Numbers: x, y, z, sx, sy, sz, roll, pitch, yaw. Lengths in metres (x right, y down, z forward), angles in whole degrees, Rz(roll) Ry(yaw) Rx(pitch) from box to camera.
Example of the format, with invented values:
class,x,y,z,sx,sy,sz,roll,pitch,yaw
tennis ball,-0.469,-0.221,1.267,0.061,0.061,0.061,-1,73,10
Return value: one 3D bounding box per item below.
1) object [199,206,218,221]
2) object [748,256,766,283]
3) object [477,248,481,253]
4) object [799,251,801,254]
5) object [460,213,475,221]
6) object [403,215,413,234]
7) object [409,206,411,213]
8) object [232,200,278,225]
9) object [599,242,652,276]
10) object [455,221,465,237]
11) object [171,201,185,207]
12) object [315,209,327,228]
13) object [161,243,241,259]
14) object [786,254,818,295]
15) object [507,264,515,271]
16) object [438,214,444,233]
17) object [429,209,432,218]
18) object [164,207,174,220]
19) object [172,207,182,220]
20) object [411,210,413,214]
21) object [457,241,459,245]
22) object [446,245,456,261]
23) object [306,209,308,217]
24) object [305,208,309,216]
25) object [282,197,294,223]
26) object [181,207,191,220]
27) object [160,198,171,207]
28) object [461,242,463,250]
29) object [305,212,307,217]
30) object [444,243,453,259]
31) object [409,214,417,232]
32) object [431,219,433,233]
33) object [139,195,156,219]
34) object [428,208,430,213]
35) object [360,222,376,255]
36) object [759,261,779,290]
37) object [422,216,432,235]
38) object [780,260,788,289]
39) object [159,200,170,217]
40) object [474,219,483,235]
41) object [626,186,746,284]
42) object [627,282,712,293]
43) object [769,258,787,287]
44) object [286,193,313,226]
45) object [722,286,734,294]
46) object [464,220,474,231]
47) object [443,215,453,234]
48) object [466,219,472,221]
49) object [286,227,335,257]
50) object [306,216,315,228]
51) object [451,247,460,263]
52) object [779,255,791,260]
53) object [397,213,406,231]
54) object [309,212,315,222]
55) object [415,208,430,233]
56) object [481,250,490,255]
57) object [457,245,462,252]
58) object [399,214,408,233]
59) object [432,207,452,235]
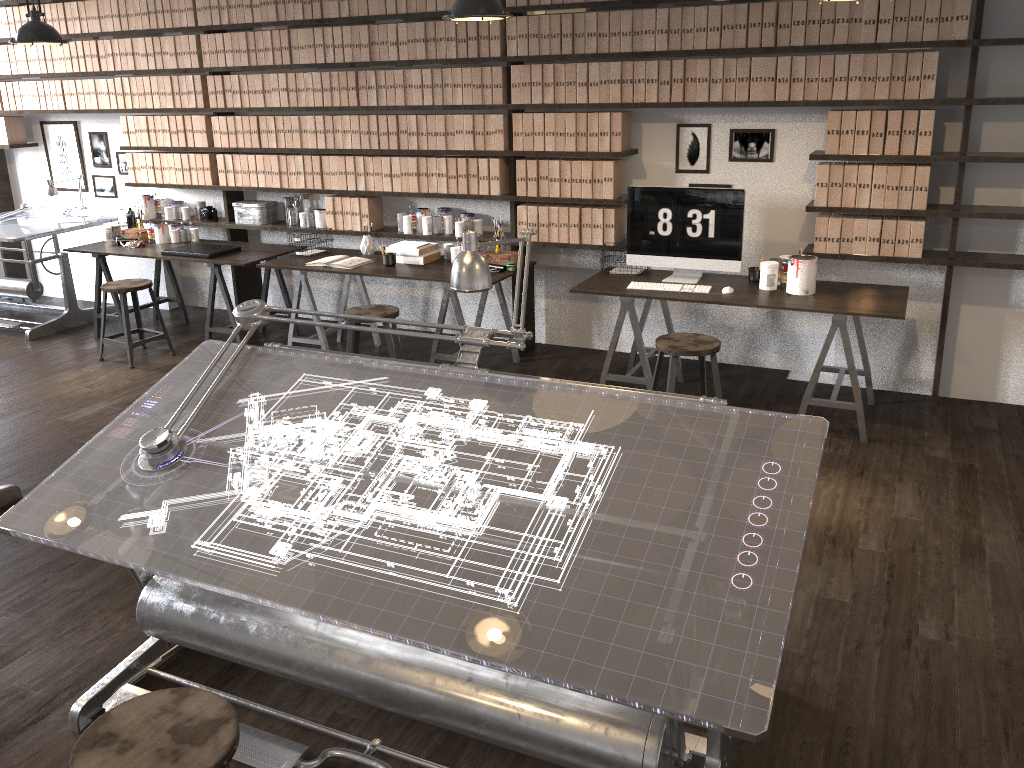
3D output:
class,x,y,z,sx,sy,sz,roll,pitch,yaw
object,-2.286,-1.275,6.630,0.171,0.107,0.092,7,19,24
object,1.345,-0.628,4.858,0.096,0.140,0.093,0,17,4
object,-0.215,-0.778,5.439,0.050,0.110,0.049,8,19,27
object,1.534,-0.621,4.724,0.007,0.178,0.056,1,17,7
object,-0.292,-1.060,5.845,0.094,0.128,0.096,2,18,12
object,-0.688,-1.053,5.859,0.062,0.117,0.062,-6,18,-14
object,-0.674,-1.116,5.969,0.041,0.166,0.009,8,19,28
object,-1.873,-1.255,6.478,0.317,0.150,0.195,7,20,23
object,0.662,-0.725,5.147,0.284,0.158,0.206,4,19,17
object,-0.335,-0.995,5.698,0.062,0.094,0.062,-12,20,-31
object,-2.580,-1.349,6.853,0.094,0.126,0.096,-13,21,-33
object,-1.332,-1.158,6.208,0.095,0.126,0.095,9,20,30
object,-2.142,-0.920,6.107,0.446,0.033,0.316,7,21,24
object,1.501,-0.561,4.585,0.144,0.193,0.147,-2,17,-2
object,-0.005,-0.694,5.285,0.049,0.037,0.049,8,20,27
object,-0.465,-1.057,5.855,0.044,0.126,0.045,14,22,41
object,-0.528,-1.082,5.857,0.036,0.146,0.005,-16,22,-40
object,-2.614,-1.301,6.754,0.062,0.093,0.062,2,18,10
object,-2.546,-1.297,6.738,0.062,0.092,0.064,2,18,10
object,-0.663,-1.112,5.985,0.035,0.128,0.004,9,19,31
object,-0.338,-0.869,5.666,0.036,0.116,0.005,8,19,30
object,-0.385,-0.830,5.619,0.063,0.092,0.063,-9,19,-23
object,-1.436,-1.168,6.232,0.028,0.125,0.004,6,18,23
object,-1.430,-1.176,6.232,0.041,0.123,0.008,3,17,13
object,-1.624,-1.265,6.455,0.079,0.185,0.080,0,17,4
object,-2.479,-1.297,6.732,0.062,0.093,0.062,2,18,10
object,-2.706,-1.383,6.929,0.072,0.127,0.072,-7,18,-17
object,-0.259,-0.811,5.496,0.105,0.140,0.105,9,20,31
object,-1.435,-1.158,6.217,0.035,0.101,0.004,5,18,20
object,-0.407,-0.851,5.679,0.062,0.093,0.062,-9,19,-23
object,-0.663,-1.072,5.913,0.045,0.126,0.045,6,18,24
object,-0.522,-1.051,5.884,0.054,0.100,0.055,13,22,40
object,-2.810,-1.364,6.828,0.107,0.174,0.109,7,19,26
object,-0.537,-1.081,5.856,0.030,0.166,0.004,-16,22,-41
object,-0.965,-0.970,5.907,0.101,0.206,0.103,-7,18,-19
object,1.360,-0.571,4.685,0.095,0.142,0.095,-15,22,-37
object,-0.556,-1.036,5.803,0.062,0.117,0.062,-3,17,-6
object,1.455,-0.573,4.683,0.068,0.152,0.069,-1,17,2
object,-2.684,-1.358,6.855,0.070,0.128,0.071,-10,19,-26
object,-0.219,-1.022,5.767,0.062,0.094,0.062,-12,20,-31
object,0.958,-0.831,4.899,0.644,0.510,0.207,7,19,24
object,0.844,-0.518,4.756,0.439,0.017,0.120,6,20,20
object,1.428,-0.600,4.764,0.097,0.141,0.096,14,23,40
object,-1.529,-1.270,6.316,0.181,0.268,0.158,1,17,9
object,1.132,-0.493,4.638,0.059,0.028,0.107,6,20,20
object,-0.276,-1.007,5.728,0.063,0.093,0.064,-12,20,-31
object,-0.419,-1.044,5.815,0.062,0.117,0.062,-3,17,-6
object,-0.278,-1.026,5.783,0.044,0.101,0.045,3,18,16
object,-1.353,-0.953,5.957,0.204,0.158,0.287,7,20,24
object,-1.380,-1.163,6.275,0.062,0.092,0.183,12,23,37
object,-0.353,-0.810,5.558,0.062,0.093,0.062,-6,18,-14
object,1.503,-0.625,4.831,0.095,0.142,0.095,14,23,40
object,-0.742,-1.093,5.981,0.062,0.117,0.062,-9,19,-23
object,-1.412,-1.177,6.307,0.062,0.092,0.064,-5,18,-12
object,-0.593,-1.089,5.911,0.095,0.159,0.095,5,18,20
object,-0.165,-0.784,5.487,0.060,0.087,0.060,8,20,28
object,-0.327,-0.830,5.612,0.045,0.099,0.045,6,19,24
object,-0.720,-1.072,5.920,0.063,0.116,0.063,-9,19,-23
object,-0.472,-1.078,5.868,0.094,0.159,0.208,7,20,25
